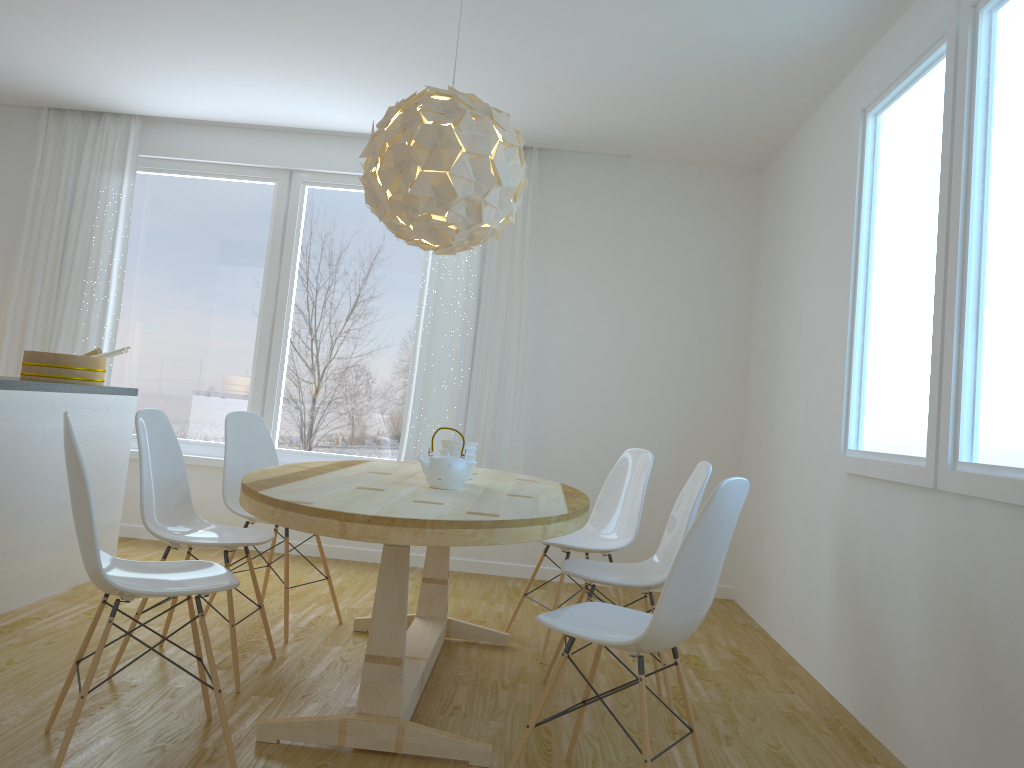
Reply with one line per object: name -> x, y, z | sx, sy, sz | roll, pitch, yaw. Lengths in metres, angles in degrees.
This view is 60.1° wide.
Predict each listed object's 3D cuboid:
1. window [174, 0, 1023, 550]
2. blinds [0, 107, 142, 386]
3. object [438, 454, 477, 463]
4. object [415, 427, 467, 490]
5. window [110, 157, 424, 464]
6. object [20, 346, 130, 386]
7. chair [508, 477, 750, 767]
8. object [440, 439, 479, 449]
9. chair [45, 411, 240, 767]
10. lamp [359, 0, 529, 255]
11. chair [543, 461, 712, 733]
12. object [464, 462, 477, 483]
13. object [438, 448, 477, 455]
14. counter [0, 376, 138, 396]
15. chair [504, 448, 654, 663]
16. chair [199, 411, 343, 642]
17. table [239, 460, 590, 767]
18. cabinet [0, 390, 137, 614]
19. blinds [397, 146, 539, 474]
window -> 0.170, -0.335, 2.817 | 2.549, 2.065, 1.871 | 5, -4, 2
blinds -> -2.881, -0.773, 5.691 | 0.795, 2.172, 0.149 | 5, -5, 2
object -> -0.211, 0.310, 3.374 | 0.151, 0.093, 0.151 | 3, -4, 41
object -> -0.240, 0.256, 3.089 | 0.177, 0.213, 0.146 | 5, -4, 2
window -> -1.549, -0.459, 5.809 | 2.727, 1.929, 0.088 | 5, -5, 2
object -> -2.217, -0.113, 4.445 | 0.379, 0.215, 0.427 | 4, -3, 30
chair -> 0.318, 0.671, 2.368 | 0.524, 0.906, 0.427 | 3, -6, 32
object -> -0.206, 0.258, 3.381 | 0.152, 0.087, 0.151 | 4, -3, 30
chair -> -1.005, 0.548, 2.434 | 0.521, 0.906, 0.429 | 8, -5, -28
lamp -> -0.234, -1.051, 3.425 | 0.647, 1.141, 0.636 | 5, -5, 2
chair -> 0.413, 0.707, 3.209 | 0.523, 0.906, 0.427 | 5, -5, 2
object -> -0.210, 0.333, 3.370 | 0.152, 0.083, 0.151 | 3, -4, 42
object -> -0.212, 0.285, 3.378 | 0.151, 0.096, 0.151 | 4, -3, 19
counter -> -2.301, -0.026, 3.463 | 0.601, 0.040, 2.390 | 5, -2, 2
chair -> 0.318, 0.723, 3.964 | 0.521, 0.906, 0.429 | 7, -5, -23
chair -> -1.035, 0.593, 3.922 | 0.524, 0.906, 0.427 | 4, -5, 22
table -> -0.344, 0.724, 3.245 | 1.193, 0.729, 2.180 | 5, -2, 1
cabinet -> -2.346, 0.447, 3.419 | 0.601, 0.914, 2.390 | 5, -2, 2
blinds -> -0.230, -0.525, 5.577 | 0.795, 2.172, 0.149 | 5, -5, 3
